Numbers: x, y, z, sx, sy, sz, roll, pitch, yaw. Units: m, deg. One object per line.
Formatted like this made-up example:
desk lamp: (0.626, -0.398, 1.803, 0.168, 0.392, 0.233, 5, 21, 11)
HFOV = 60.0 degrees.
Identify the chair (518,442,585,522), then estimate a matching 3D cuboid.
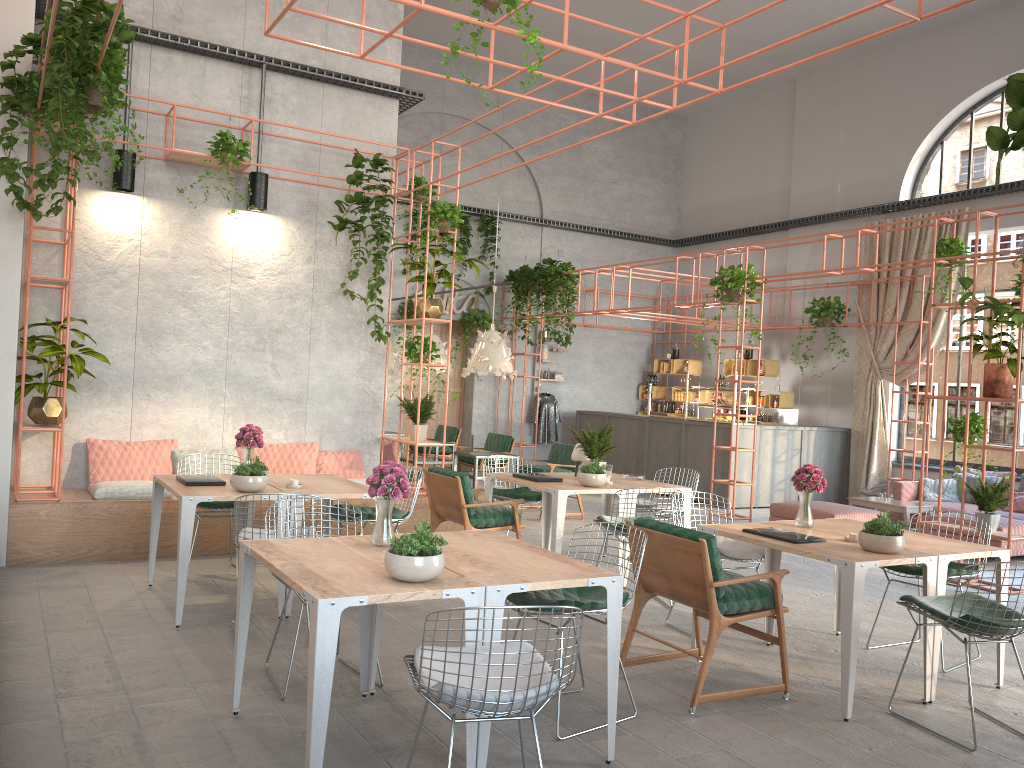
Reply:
chair: (0.484, 1.226, 11.300, 0.685, 0.929, 0.722, 3, 0, -30)

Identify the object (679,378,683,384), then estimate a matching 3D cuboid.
object: (3.181, -0.025, 16.682, 0.083, 0.159, 0.083, 3, 0, -21)

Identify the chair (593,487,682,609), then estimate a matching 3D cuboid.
chair: (0.974, 1.240, 6.996, 0.565, 0.941, 0.717, 3, 0, -14)

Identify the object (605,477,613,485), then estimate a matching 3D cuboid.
object: (0.817, 0.827, 7.661, 0.115, 0.078, 0.115, 3, 0, -24)

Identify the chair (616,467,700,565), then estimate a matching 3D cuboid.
chair: (1.366, 1.262, 8.303, 0.717, 0.941, 0.565, 3, 0, -34)

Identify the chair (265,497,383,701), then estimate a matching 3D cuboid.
chair: (-1.030, 1.133, 4.814, 0.565, 0.941, 0.717, 3, 0, -29)

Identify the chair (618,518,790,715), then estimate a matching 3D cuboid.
chair: (1.075, 1.250, 5.004, 0.685, 0.917, 0.722, 3, 0, -30)

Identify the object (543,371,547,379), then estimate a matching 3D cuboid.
object: (0.613, -0.171, 16.531, 0.063, 0.151, 0.063, 3, 0, -44)

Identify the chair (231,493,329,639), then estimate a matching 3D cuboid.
chair: (-1.464, 1.110, 5.578, 0.565, 0.941, 0.717, 3, 0, -14)

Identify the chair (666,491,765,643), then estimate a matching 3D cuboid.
chair: (1.447, 1.265, 6.199, 0.565, 0.941, 0.717, 3, 0, -29)

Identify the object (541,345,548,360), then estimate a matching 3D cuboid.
object: (0.597, -0.615, 16.514, 0.136, 0.336, 0.145, 3, 0, -16)

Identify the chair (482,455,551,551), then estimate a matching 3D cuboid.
chair: (0.035, 1.191, 8.597, 0.565, 0.941, 0.717, 3, 0, -29)

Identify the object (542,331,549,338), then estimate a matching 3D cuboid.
object: (0.612, -0.918, 16.505, 0.133, 0.145, 0.133, 3, 0, 22)

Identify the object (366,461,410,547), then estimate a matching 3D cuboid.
object: (-0.604, 0.579, 4.304, 0.213, 0.414, 0.225, 3, 0, -38)

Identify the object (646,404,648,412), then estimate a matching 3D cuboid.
object: (2.684, 0.448, 17.429, 0.070, 0.209, 0.070, 3, 0, -40)

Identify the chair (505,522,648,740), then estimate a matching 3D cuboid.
chair: (0.300, 1.204, 4.519, 0.717, 0.941, 0.565, 3, 0, -34)

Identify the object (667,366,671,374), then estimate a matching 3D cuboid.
object: (3.043, -0.265, 16.977, 0.123, 0.142, 0.141, 3, 0, -30)

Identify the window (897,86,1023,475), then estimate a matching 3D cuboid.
window: (7.201, -1.519, 12.048, 0.089, 5.538, 4.127, 3, 0, -30)

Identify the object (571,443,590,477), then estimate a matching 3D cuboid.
object: (0.664, 0.706, 8.154, 0.241, 0.313, 0.241, 3, 0, 15)

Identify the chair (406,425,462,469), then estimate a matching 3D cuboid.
chair: (-1.274, 1.134, 14.330, 0.685, 0.930, 0.722, 3, 0, -30)

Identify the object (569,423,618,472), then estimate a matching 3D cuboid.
object: (0.731, 0.592, 7.832, 0.438, 0.527, 0.368, 3, 0, -30)

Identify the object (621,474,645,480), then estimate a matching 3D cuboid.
object: (1.112, 0.854, 8.131, 0.218, 0.041, 0.218, 3, 0, -22)

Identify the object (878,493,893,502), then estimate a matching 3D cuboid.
object: (4.626, 1.437, 11.050, 0.199, 0.145, 0.156, 3, 0, -15)

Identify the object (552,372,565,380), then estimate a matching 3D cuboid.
object: (0.868, -0.151, 16.689, 0.219, 0.149, 0.129, 3, 0, -30)

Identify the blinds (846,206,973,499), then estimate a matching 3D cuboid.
blinds: (6.623, -0.311, 11.883, 0.414, 4.389, 4.957, 3, 0, -29)

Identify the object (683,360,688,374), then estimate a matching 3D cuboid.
object: (3.290, -0.311, 16.681, 0.137, 0.261, 0.137, 3, 0, 6)

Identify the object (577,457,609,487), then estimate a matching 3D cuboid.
object: (0.671, 0.731, 7.392, 0.248, 0.247, 0.254, 3, 0, -30)

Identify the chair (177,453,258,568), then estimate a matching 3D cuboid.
chair: (-2.402, 1.061, 7.179, 0.565, 0.941, 0.717, 3, 0, -29)

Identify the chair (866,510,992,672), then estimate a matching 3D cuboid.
chair: (2.777, 1.336, 5.904, 0.717, 0.941, 0.565, 3, 0, -34)

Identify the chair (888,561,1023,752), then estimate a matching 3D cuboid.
chair: (2.385, 1.315, 4.597, 0.565, 0.941, 0.717, 3, 0, -14)

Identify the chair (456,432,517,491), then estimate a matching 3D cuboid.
chair: (-0.404, 1.180, 12.831, 0.685, 0.930, 0.722, 3, 0, -30)

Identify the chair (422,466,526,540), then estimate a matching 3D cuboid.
chair: (-0.336, 1.175, 7.403, 0.685, 0.917, 0.722, 3, 0, -30)

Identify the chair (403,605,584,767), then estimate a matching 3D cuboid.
chair: (-0.092, 1.183, 3.213, 0.565, 0.941, 0.717, 3, 0, -14)

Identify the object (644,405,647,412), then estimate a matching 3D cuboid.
object: (2.648, 0.486, 17.510, 0.073, 0.131, 0.073, 3, 0, -5)

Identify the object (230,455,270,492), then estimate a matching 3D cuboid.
object: (-1.767, 0.601, 5.974, 0.248, 0.247, 0.254, 3, 0, -30)

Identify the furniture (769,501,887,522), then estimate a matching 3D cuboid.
furniture: (3.699, 1.636, 10.407, 0.941, 0.446, 0.976, 3, 0, -30)

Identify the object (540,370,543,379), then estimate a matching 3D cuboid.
object: (0.547, -0.181, 16.516, 0.055, 0.164, 0.092, 3, 0, -12)

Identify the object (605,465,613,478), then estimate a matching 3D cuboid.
object: (0.872, 0.802, 8.122, 0.095, 0.119, 0.095, 3, 0, -6)

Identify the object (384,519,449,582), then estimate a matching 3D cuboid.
object: (-0.395, 0.674, 3.610, 0.247, 0.247, 0.252, 3, 0, -30)

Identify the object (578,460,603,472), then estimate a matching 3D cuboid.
object: (0.736, 0.781, 8.290, 0.165, 0.154, 0.210, 3, 0, -40)

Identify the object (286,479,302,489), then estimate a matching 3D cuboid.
object: (-1.544, 0.701, 6.288, 0.115, 0.078, 0.115, 3, 0, -24)

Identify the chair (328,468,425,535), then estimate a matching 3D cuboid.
chair: (-1.072, 1.131, 6.885, 0.717, 0.941, 0.565, 3, 0, -34)

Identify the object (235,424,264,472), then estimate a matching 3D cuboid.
object: (-1.978, 0.506, 6.674, 0.213, 0.414, 0.225, 3, 0, -38)

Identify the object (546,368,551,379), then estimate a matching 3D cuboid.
object: (0.684, -0.194, 16.581, 0.081, 0.204, 0.081, 3, 0, -30)

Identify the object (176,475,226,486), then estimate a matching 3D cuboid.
object: (-2.217, 0.685, 6.311, 0.268, 0.031, 0.427, 3, 0, -30)

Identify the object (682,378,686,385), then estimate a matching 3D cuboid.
object: (3.227, -0.023, 16.603, 0.083, 0.159, 0.083, 3, 0, -21)
